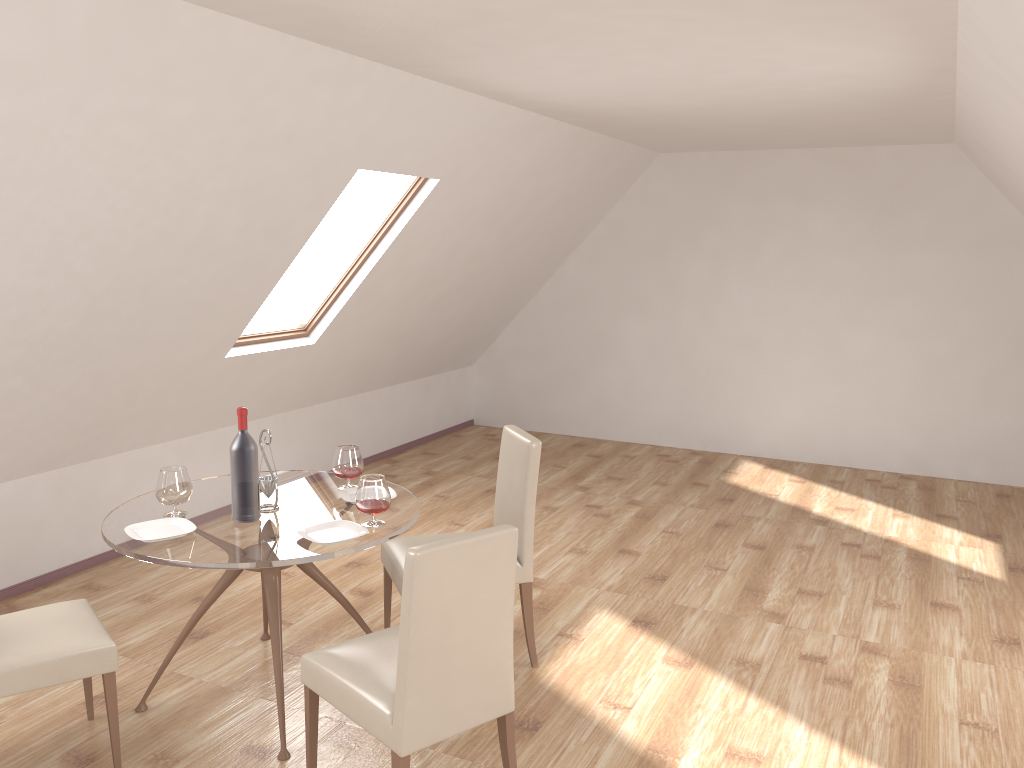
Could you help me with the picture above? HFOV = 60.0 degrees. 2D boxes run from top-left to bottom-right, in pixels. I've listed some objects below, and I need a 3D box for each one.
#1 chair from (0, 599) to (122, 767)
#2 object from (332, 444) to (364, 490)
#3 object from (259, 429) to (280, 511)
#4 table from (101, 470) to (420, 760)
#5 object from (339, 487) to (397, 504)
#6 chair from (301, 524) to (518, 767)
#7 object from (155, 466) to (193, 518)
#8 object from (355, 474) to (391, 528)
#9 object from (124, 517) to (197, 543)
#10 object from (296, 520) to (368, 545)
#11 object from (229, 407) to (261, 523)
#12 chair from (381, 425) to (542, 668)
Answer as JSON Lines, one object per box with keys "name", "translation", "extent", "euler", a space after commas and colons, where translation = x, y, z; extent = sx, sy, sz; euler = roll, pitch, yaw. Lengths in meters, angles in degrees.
{"name": "chair", "translation": [-1.714, 0.848, 2.986], "extent": [0.618, 0.999, 0.477], "euler": [-6, 11, -36]}
{"name": "object", "translation": [-0.704, 0.358, 3.811], "extent": [0.136, 0.183, 0.136], "euler": [1, 9, 5]}
{"name": "object", "translation": [-0.965, 0.336, 3.492], "extent": [0.086, 0.322, 0.096], "euler": [-1, 9, -11]}
{"name": "table", "translation": [-0.973, 0.875, 3.578], "extent": [1.198, 0.770, 1.198], "euler": [-8, 12, -43]}
{"name": "object", "translation": [-0.597, 0.464, 3.675], "extent": [0.228, 0.020, 0.228], "euler": [-2, 10, -19]}
{"name": "chair", "translation": [-0.320, 0.890, 2.827], "extent": [0.477, 0.999, 0.618], "euler": [-7, 12, -39]}
{"name": "object", "translation": [-1.301, 0.415, 3.417], "extent": [0.136, 0.183, 0.136], "euler": [-6, 11, -37]}
{"name": "object", "translation": [-0.523, 0.438, 3.333], "extent": [0.136, 0.183, 0.136], "euler": [1, 9, 5]}
{"name": "object", "translation": [-1.270, 0.532, 3.206], "extent": [0.228, 0.020, 0.228], "euler": [-6, 12, -38]}
{"name": "object", "translation": [-0.647, 0.540, 3.199], "extent": [0.228, 0.020, 0.228], "euler": [-7, 12, -41]}
{"name": "object", "translation": [-1.008, 0.302, 3.339], "extent": [0.109, 0.435, 0.109], "euler": [4, 10, 22]}
{"name": "chair", "translation": [-0.228, 0.717, 3.907], "extent": [0.618, 0.999, 0.477], "euler": [-3, 10, -19]}
